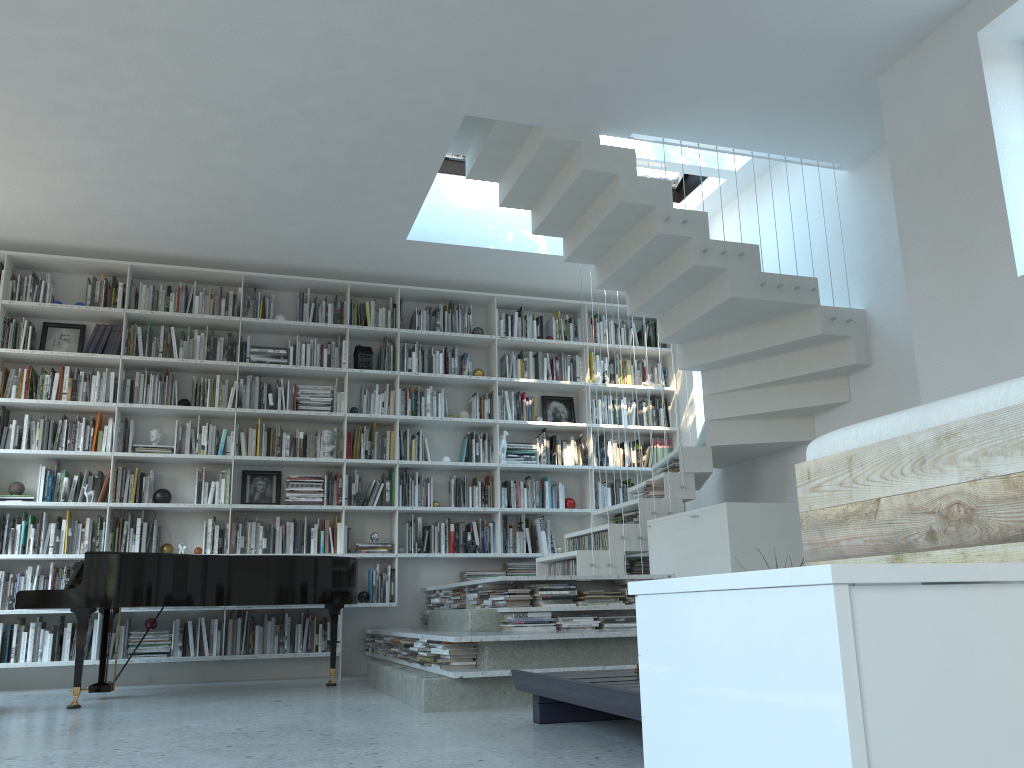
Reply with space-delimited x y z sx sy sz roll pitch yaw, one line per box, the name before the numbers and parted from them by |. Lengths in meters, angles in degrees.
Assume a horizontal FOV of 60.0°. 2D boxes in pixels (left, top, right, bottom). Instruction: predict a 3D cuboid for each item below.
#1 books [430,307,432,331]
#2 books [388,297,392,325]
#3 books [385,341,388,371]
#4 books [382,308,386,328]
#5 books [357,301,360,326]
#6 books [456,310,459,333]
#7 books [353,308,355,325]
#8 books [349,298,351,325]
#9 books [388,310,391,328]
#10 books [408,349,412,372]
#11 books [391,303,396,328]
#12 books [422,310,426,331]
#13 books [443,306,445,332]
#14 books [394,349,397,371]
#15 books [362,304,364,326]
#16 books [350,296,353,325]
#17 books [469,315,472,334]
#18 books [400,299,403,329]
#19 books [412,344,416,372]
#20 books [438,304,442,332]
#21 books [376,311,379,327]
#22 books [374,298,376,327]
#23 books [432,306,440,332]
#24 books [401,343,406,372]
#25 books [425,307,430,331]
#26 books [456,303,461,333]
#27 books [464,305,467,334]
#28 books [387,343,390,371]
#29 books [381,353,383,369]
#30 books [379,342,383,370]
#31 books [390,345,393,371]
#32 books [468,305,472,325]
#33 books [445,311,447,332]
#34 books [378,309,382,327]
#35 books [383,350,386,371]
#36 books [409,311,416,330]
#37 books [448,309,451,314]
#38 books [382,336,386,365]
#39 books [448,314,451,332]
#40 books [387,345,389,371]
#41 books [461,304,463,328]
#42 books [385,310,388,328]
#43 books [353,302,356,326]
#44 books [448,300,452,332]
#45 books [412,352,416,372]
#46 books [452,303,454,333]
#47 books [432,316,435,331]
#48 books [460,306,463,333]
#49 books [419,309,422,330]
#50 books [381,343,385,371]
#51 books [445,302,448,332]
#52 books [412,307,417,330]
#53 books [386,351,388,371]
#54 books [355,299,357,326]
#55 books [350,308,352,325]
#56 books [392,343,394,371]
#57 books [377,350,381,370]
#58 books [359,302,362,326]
books | -0.716 -0.513 7.652 0.021 0.255 0.169 3 -15 -17
books | -1.045 -0.564 7.572 0.012 0.328 0.129 3 -14 -17
books | -1.068 -0.200 7.437 0.021 0.287 0.179 3 -15 -17
books | -1.101 -0.519 7.510 0.031 0.212 0.170 3 -15 -17
books | -1.297 -0.551 7.464 0.034 0.260 0.158 3 -15 -17
books | -0.492 -0.500 7.718 0.024 0.251 0.150 3 -15 -17
books | -1.341 -0.518 7.451 0.015 0.192 0.160 3 -15 -17
books | -1.372 -0.564 7.441 0.008 0.278 0.171 3 -15 -17
books | -1.055 -0.504 7.535 0.022 0.193 0.182 3 -15 -17
books | -0.877 -0.162 7.509 0.026 0.242 0.148 3 -15 -17
books | -1.015 -0.534 7.538 0.029 0.252 0.186 3 -15 -17
books | -0.768 -0.502 7.631 0.028 0.225 0.164 3 -15 -17
books | -0.604 -0.519 7.697 0.007 0.284 0.160 3 -15 -17
books | -0.994 -0.161 7.446 0.008 0.213 0.224 3 -15 -17
books | -1.263 -0.538 7.461 0.015 0.233 0.171 3 -15 -17
books | -1.352 -0.571 7.454 0.007 0.297 0.181 3 -15 -17
books | -0.383 -0.475 7.737 0.014 0.208 0.188 3 -15 -17
books | -0.955 -0.556 7.563 0.019 0.303 0.176 3 -15 -17
books | -0.834 -0.179 7.526 0.011 0.282 0.173 3 -15 -17
books | -0.638 -0.527 7.680 0.024 0.291 0.168 3 -15 -17
books | -1.150 -0.505 7.493 0.022 0.179 0.173 3 -15 -17
books | -1.167 -0.562 7.505 0.010 0.296 0.168 3 -15 -17
books | -0.656 -0.517 7.647 0.028 0.257 0.185 3 -15 -17
books | -0.915 -0.186 7.494 0.012 0.284 0.160 3 -15 -17
books | -0.740 -0.515 7.643 0.030 0.254 0.161 3 -15 -17
books | -0.475 -0.527 7.721 0.008 0.306 0.183 3 -15 -17
books | -0.422 -0.519 7.737 0.013 0.296 0.189 3 -15 -17
books | -1.049 -0.190 7.481 0.013 0.288 0.132 3 -14 -17
books | -1.109 -0.151 7.447 0.022 0.199 0.143 3 -15 -17
books | -1.104 -0.196 7.417 0.021 0.271 0.191 3 -15 -17
books | -1.024 -0.180 7.441 0.013 0.247 0.186 3 -15 -17
books | -0.374 -0.521 7.752 0.006 0.305 0.164 3 -15 -17
books | -0.586 -0.497 7.677 0.018 0.230 0.160 3 -15 -17
books | -1.128 -0.514 7.504 0.024 0.201 0.180 3 -15 -17
books | -1.083 -0.161 7.446 0.024 0.216 0.169 3 -15 -17
books | -0.859 -0.501 7.585 0.046 0.206 0.183 3 -15 -17
books | -0.552 -0.504 7.694 0.008 0.250 0.170 3 -15 -17
books | -1.090 -0.221 7.459 0.025 0.338 0.143 3 -14 -17
books | -0.559 -0.484 7.670 0.018 0.200 0.189 3 -15 -17
books | -1.049 -0.181 7.448 0.005 0.254 0.159 3 -15 -17
books | -0.446 -0.525 7.761 0.008 0.320 0.134 3 -14 -17
books | -1.080 -0.508 7.536 0.025 0.203 0.162 3 -15 -17
books | -1.324 -0.546 7.436 0.007 0.238 0.192 3 -15 -17
books | -0.546 -0.541 7.705 0.007 0.328 0.184 3 -15 -17
books | -0.846 -0.148 7.496 0.026 0.207 0.181 3 -15 -17
books | -0.530 -0.530 7.689 0.015 0.298 0.183 3 -15 -17
books | -0.695 -0.476 7.668 0.031 0.190 0.132 3 -15 -17
books | -0.454 -0.519 7.739 0.019 0.298 0.137 3 -14 -17
books | -0.793 -0.509 7.610 0.013 0.229 0.174 3 -15 -17
books | -1.092 -0.192 7.434 0.022 0.271 0.182 3 -15 -17
books | -0.577 -0.535 7.695 0.006 0.311 0.179 3 -15 -17
books | -0.835 -0.517 7.603 0.009 0.243 0.173 3 -15 -17
books | -1.060 -0.157 7.450 0.013 0.210 0.140 3 -15 -17
books | -1.320 -0.559 7.469 0.007 0.278 0.150 3 -15 -17
books | -1.367 -0.522 7.456 0.016 0.204 0.143 3 -15 -17
books | -1.011 -0.191 7.485 0.005 0.291 0.131 3 -14 -17
books | -1.120 -0.161 7.438 0.019 0.213 0.156 3 -15 -17
books | -1.280 -0.548 7.478 0.008 0.261 0.142 3 -15 -17
